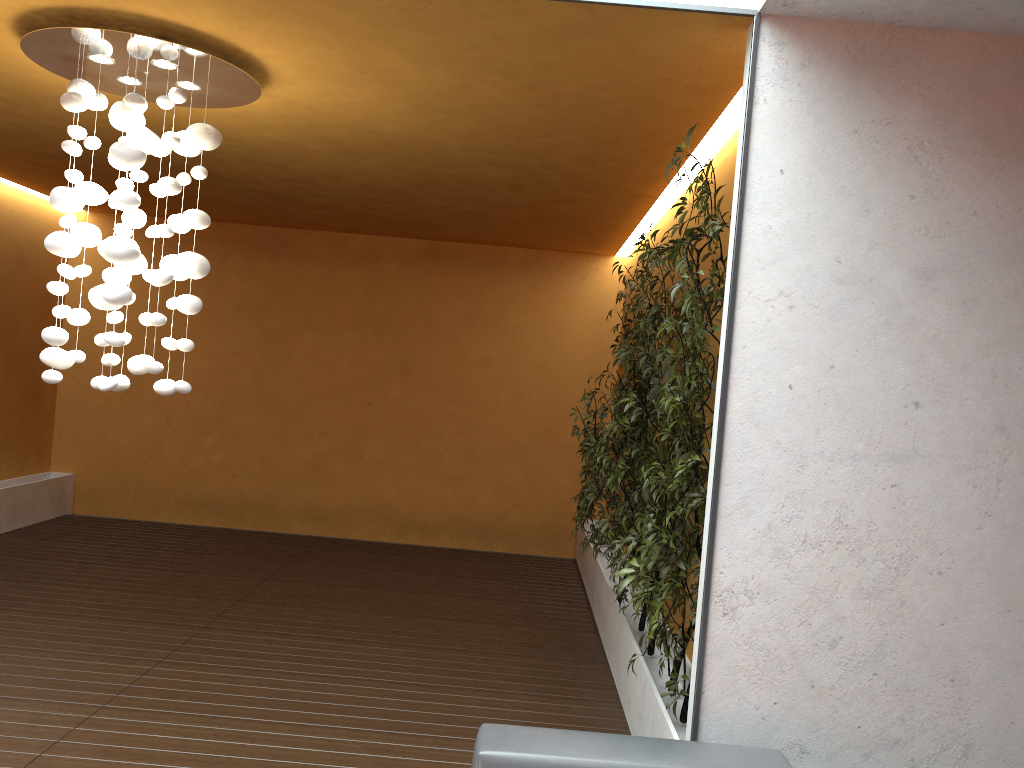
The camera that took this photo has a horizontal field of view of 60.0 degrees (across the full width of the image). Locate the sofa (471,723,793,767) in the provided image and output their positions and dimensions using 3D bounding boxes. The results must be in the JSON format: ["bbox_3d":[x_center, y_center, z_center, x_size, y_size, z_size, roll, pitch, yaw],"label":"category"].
[{"bbox_3d":[0.321,1.366,1.692,0.943,0.652,2.025,5,0,1],"label":"sofa"}]

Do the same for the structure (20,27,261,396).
[{"bbox_3d":[-1.712,-0.713,4.010,1.002,1.529,1.002,5,0,-41],"label":"structure"}]

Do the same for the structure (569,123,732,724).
[{"bbox_3d":[0.679,0.217,4.657,0.622,2.483,3.166,5,0,0],"label":"structure"}]
